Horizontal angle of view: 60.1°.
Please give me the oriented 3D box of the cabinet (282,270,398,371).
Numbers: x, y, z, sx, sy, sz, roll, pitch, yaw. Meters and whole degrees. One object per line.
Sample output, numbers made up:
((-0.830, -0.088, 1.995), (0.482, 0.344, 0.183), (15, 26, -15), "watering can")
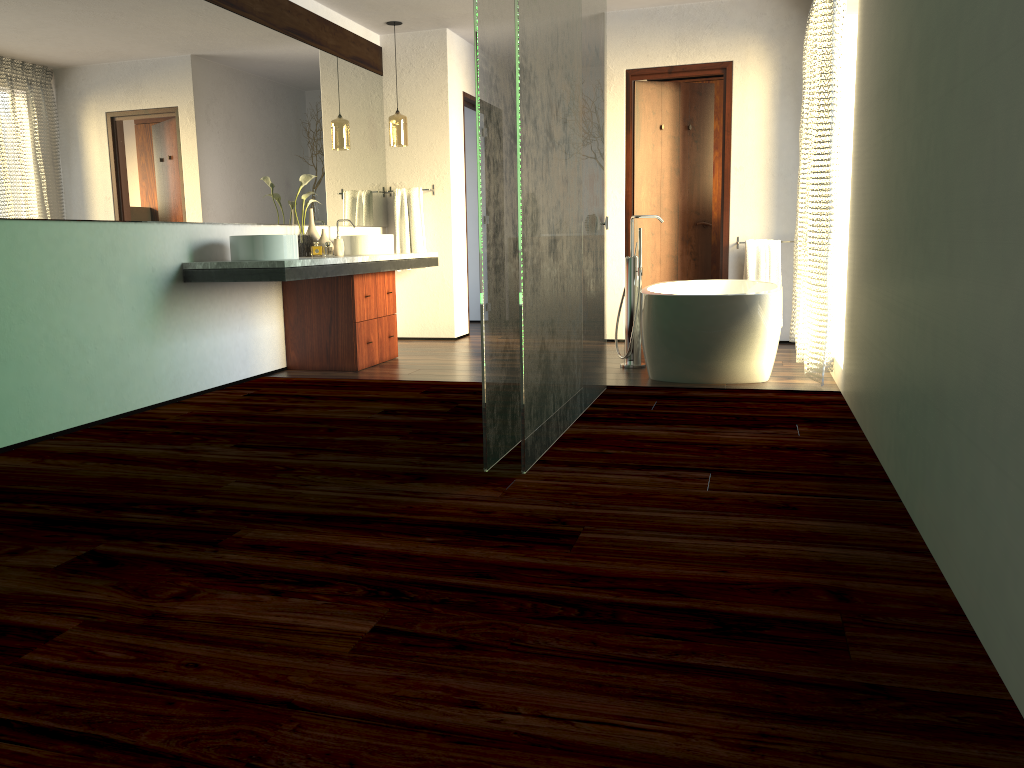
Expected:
((-1.090, -0.432, 5.756), (0.519, 0.599, 0.650), (1, 10, 16), "cabinet")

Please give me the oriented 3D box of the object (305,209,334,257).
((-1.240, -0.966, 5.649), (0.246, 0.305, 0.117), (7, 12, 42), "object")

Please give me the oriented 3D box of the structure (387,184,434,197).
((-0.793, -1.503, 6.881), (0.374, 0.088, 0.101), (1, 10, 17), "structure")

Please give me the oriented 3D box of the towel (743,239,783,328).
((1.746, -0.688, 6.181), (0.261, 0.637, 0.154), (-1, 9, -1), "towel")

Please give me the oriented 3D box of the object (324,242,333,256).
((-1.152, -0.847, 5.548), (0.039, 0.090, 0.056), (3, 10, 26), "object")

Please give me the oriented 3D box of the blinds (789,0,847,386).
((1.747, -1.283, 5.054), (0.184, 2.336, 2.097), (1, 10, 15), "blinds")

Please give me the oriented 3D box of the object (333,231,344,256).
((-1.114, -0.902, 5.682), (0.070, 0.158, 0.070), (-1, 9, -1), "object")

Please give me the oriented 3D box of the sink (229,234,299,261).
((-1.327, -0.731, 4.747), (0.363, 0.130, 0.352), (2, 10, 19), "sink")

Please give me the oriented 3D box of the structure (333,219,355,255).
((-1.150, -1.000, 6.031), (0.167, 0.242, 0.065), (2, 10, 20), "structure")

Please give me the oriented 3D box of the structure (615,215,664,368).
((0.721, -0.553, 5.307), (0.239, 0.897, 0.282), (-7, 11, -34), "structure")

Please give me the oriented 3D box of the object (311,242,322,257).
((-1.221, -0.840, 5.524), (0.065, 0.092, 0.039), (-5, 10, -23), "object")

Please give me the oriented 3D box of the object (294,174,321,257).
((-1.293, -1.053, 5.570), (0.187, 0.504, 0.244), (-2, 9, -6), "object")

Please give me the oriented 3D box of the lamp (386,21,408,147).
((-0.848, -2.197, 6.512), (0.136, 0.867, 0.142), (-6, 11, -31), "lamp")

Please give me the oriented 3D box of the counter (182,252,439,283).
((-1.111, -0.742, 5.502), (0.595, 0.101, 2.229), (1, 10, 15), "counter")

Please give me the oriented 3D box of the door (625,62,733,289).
((1.237, -1.302, 6.569), (0.740, 1.947, 0.458), (2, 10, 17), "door")

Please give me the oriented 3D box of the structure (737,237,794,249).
((1.799, -0.986, 6.146), (0.459, 0.088, 0.101), (1, 10, 17), "structure")

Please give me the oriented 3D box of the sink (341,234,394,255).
((-0.982, -0.946, 6.017), (0.355, 0.130, 0.359), (-2, 9, -6), "sink")

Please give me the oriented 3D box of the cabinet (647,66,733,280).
((1.926, -1.703, 7.630), (1.504, 2.363, 0.354), (2, 10, 17), "cabinet")

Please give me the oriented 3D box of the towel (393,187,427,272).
((-0.794, -1.197, 6.868), (0.264, 0.636, 0.157), (5, 11, 34), "towel")

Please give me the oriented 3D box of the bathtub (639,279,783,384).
((1.152, -0.321, 5.117), (0.775, 0.485, 1.599), (1, 10, 15), "bathtub")

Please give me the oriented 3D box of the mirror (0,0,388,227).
((-1.520, -1.491, 5.026), (0.017, 1.152, 4.024), (1, 10, 15), "mirror")
